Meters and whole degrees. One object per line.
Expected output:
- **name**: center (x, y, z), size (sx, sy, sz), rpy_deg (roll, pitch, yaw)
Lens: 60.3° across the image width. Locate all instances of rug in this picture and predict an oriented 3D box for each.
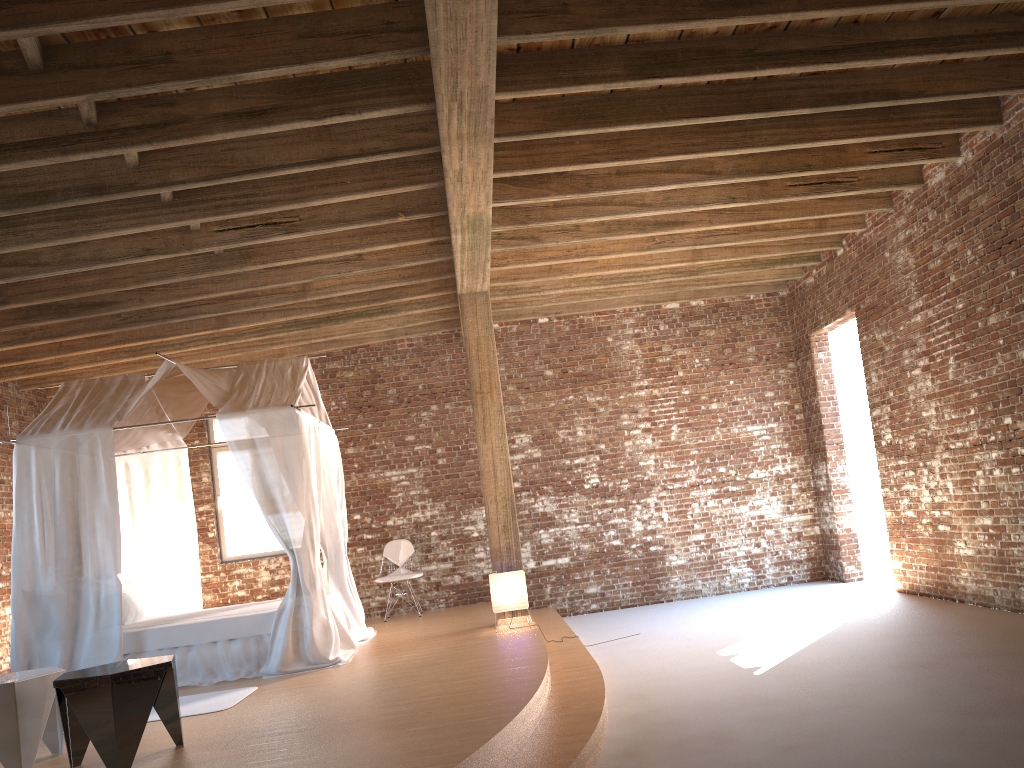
- **rug**: center (-2.540, 2.225, 5.982), size (1.452, 0.007, 0.856), rpy_deg (-7, -9, -4)

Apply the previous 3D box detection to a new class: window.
- **window**: center (-2.954, 1.185, 10.661), size (1.333, 1.839, 0.170), rpy_deg (-7, -3, -5)

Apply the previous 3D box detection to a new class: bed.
- **bed**: center (-2.905, 0.627, 7.948), size (2.705, 3.861, 2.478), rpy_deg (-7, -5, -4)

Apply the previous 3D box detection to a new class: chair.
- **chair**: center (-2.685, 1.812, 4.690), size (0.547, 0.487, 0.607), rpy_deg (-2, -8, -40)
- **chair**: center (-1.301, 2.259, 10.248), size (0.545, 0.892, 0.569), rpy_deg (-7, -5, -4)
- **chair**: center (-2.001, 1.697, 4.521), size (0.527, 0.487, 0.631), rpy_deg (-12, -8, 39)

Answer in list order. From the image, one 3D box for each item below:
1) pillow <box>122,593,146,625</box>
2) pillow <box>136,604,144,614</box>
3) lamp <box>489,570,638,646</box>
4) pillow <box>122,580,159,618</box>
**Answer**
- **pillow**: center (-3.407, 1.971, 7.732), size (0.216, 0.289, 0.386), rpy_deg (-8, -7, 5)
- **pillow**: center (-3.447, 2.035, 7.966), size (0.164, 0.232, 0.286), rpy_deg (-7, -6, -5)
- **lamp**: center (0.506, 2.008, 8.005), size (1.409, 0.776, 0.355), rpy_deg (-6, -4, -12)
- **pillow**: center (-3.612, 2.066, 8.385), size (0.296, 0.430, 0.625), rpy_deg (-7, -7, -3)
